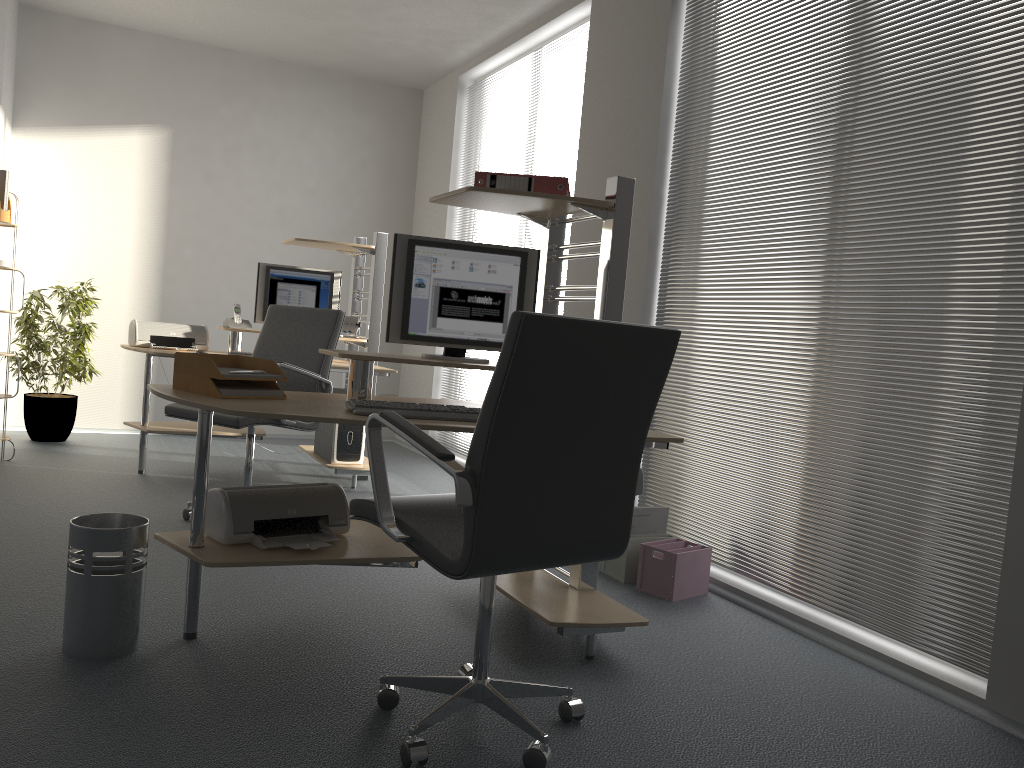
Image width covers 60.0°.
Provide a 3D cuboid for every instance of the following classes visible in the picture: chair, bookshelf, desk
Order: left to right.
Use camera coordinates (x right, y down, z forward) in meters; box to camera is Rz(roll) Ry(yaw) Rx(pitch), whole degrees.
[{"bbox_3d":[-3.062,-0.324,4.903,0.381,1.572,0.724,5,3,2],"label":"bookshelf"},{"bbox_3d":[-1.238,0.132,4.266,0.584,1.048,0.652,7,4,30],"label":"chair"},{"bbox_3d":[-1.531,-0.211,5.322,1.469,1.566,0.967,4,3,-26],"label":"desk"},{"bbox_3d":[-0.334,0.032,2.808,1.469,1.566,0.967,4,3,-26],"label":"desk"},{"bbox_3d":[-0.037,0.350,2.216,0.584,1.048,0.652,3,4,-39],"label":"chair"}]

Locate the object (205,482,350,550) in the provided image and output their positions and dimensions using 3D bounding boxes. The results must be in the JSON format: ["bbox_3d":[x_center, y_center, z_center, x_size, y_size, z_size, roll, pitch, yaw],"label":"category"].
[{"bbox_3d":[-0.708,0.418,2.827,0.438,0.162,0.351,2,4,-41],"label":"object"}]

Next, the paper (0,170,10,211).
[{"bbox_3d":[-2.987,-1.077,5.065,0.213,0.297,0.045,5,3,5],"label":"paper"}]

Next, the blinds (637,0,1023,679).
[{"bbox_3d":[1.163,-0.567,3.467,0.022,2.770,1.950,4,3,-26],"label":"blinds"}]

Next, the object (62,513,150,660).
[{"bbox_3d":[-1.163,0.577,2.542,0.208,0.377,0.208,6,3,18],"label":"object"}]

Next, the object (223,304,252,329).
[{"bbox_3d":[-1.698,-0.421,5.495,0.150,0.151,0.119,3,4,-40],"label":"object"}]

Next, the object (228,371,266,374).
[{"bbox_3d":[-0.817,-0.036,2.737,0.008,0.009,0.159,7,4,28],"label":"object"}]

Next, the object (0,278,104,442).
[{"bbox_3d":[-3.103,-0.173,6.065,0.544,1.147,0.644,5,3,3],"label":"object"}]

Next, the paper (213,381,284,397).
[{"bbox_3d":[-0.896,0.013,2.811,0.297,0.019,0.210,8,4,43],"label":"paper"}]

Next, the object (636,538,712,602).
[{"bbox_3d":[0.670,0.768,3.666,0.245,0.202,0.185,2,4,-44],"label":"object"}]

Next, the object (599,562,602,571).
[{"bbox_3d":[0.470,0.731,4.024,0.245,0.202,0.185,4,3,-26],"label":"object"}]

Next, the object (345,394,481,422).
[{"bbox_3d":[-0.343,0.085,2.940,0.478,0.082,0.814,4,3,-18],"label":"object"}]

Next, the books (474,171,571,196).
[{"bbox_3d":[0.044,-0.687,3.157,0.320,0.072,0.262,5,3,6],"label":"books"}]

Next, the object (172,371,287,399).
[{"bbox_3d":[-0.895,0.001,2.811,0.309,0.060,0.225,8,4,43],"label":"object"}]

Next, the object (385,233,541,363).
[{"bbox_3d":[-0.174,-0.294,3.177,0.516,0.418,0.245,5,3,-4],"label":"object"}]

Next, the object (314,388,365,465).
[{"bbox_3d":[-1.063,0.255,5.504,0.199,0.422,0.471,4,3,-26],"label":"object"}]

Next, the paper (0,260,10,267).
[{"bbox_3d":[-3.013,-0.693,4.978,0.213,0.046,0.297,5,3,1],"label":"paper"}]

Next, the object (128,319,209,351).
[{"bbox_3d":[-2.044,-0.289,5.338,0.438,0.162,0.351,3,4,-34],"label":"object"}]

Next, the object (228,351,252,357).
[{"bbox_3d":[-1.499,-0.154,5.455,0.478,0.082,0.814,4,3,-18],"label":"object"}]

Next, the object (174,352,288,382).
[{"bbox_3d":[-0.890,-0.055,2.808,0.309,0.060,0.225,8,4,43],"label":"object"}]

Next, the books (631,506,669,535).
[{"bbox_3d":[0.561,0.678,3.840,0.220,0.306,0.068,4,3,-25],"label":"books"}]

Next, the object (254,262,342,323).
[{"bbox_3d":[-1.363,-0.535,5.670,0.516,0.418,0.245,4,3,-11],"label":"object"}]

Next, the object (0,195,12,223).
[{"bbox_3d":[-2.989,-1.056,5.046,0.243,0.259,0.113,5,3,5],"label":"object"}]

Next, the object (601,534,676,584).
[{"bbox_3d":[0.549,0.747,3.857,0.245,0.202,0.185,4,3,-26],"label":"object"}]

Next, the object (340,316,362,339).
[{"bbox_3d":[-1.027,-0.360,5.602,0.154,0.135,0.093,6,3,11],"label":"object"}]

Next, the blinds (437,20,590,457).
[{"bbox_3d":[-0.038,-0.811,5.986,0.037,2.749,1.950,4,3,-26],"label":"blinds"}]

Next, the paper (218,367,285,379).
[{"bbox_3d":[-0.891,-0.038,2.808,0.297,0.010,0.210,8,4,43],"label":"paper"}]
